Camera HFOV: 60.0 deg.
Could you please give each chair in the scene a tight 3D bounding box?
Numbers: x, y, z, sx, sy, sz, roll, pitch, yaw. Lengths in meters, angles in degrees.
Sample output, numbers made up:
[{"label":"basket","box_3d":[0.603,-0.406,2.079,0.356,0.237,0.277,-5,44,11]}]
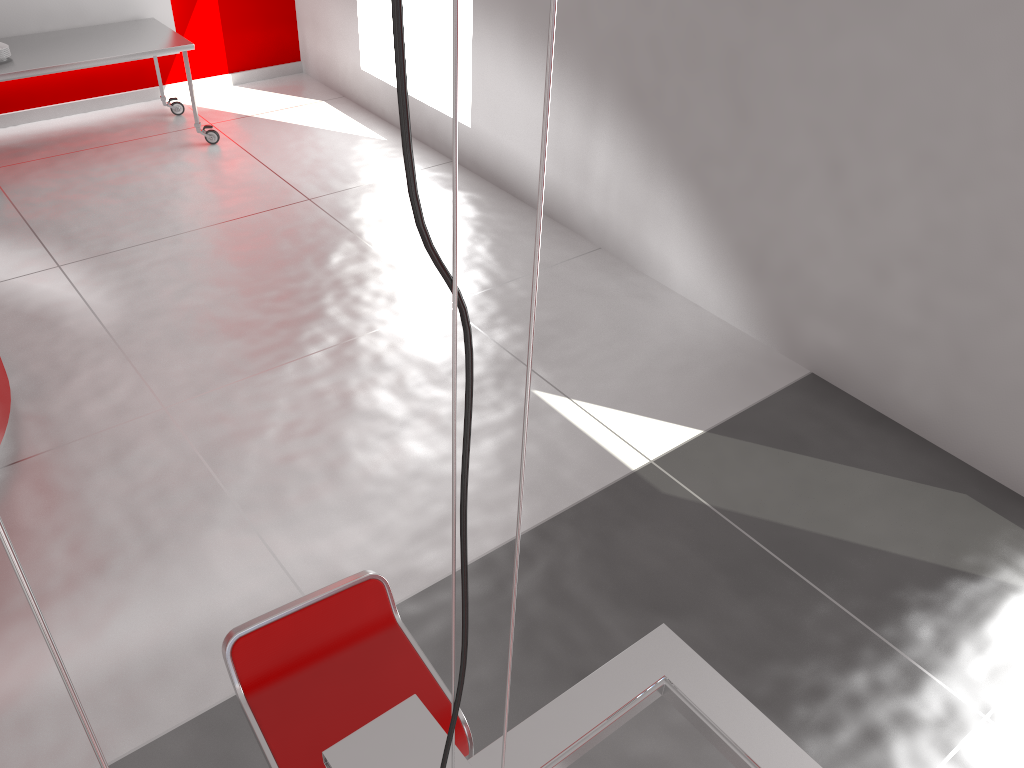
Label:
[{"label":"chair","box_3d":[-0.377,0.939,2.143,0.418,0.857,0.460,-20,43,-27]}]

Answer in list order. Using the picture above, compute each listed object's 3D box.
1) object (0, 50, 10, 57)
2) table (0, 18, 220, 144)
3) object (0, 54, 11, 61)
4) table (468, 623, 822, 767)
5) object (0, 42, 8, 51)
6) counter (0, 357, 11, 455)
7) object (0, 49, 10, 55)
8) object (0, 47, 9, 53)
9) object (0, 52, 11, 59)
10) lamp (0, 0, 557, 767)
[{"label":"object","box_3d":[-3.167,-1.991,5.350,0.228,0.020,0.228,23,42,25]},{"label":"table","box_3d":[-2.884,-1.859,5.811,1.627,0.682,0.749,-23,44,-30]},{"label":"object","box_3d":[-3.168,-1.975,5.362,0.228,0.020,0.228,23,42,25]},{"label":"table","box_3d":[-0.126,1.384,1.452,1.700,1.000,0.800,-24,45,-31]},{"label":"object","box_3d":[-3.165,-2.015,5.331,0.228,0.020,0.228,23,42,25]},{"label":"counter","box_3d":[-2.907,0.183,2.946,1.868,0.880,2.865,-1,37,-5]},{"label":"object","box_3d":[-3.166,-1.999,5.343,0.228,0.020,0.228,23,42,25]},{"label":"object","box_3d":[-3.166,-2.007,5.337,0.228,0.020,0.228,23,42,25]},{"label":"object","box_3d":[-3.167,-1.983,5.356,0.228,0.020,0.228,23,42,25]},{"label":"lamp","box_3d":[-0.103,0.138,0.467,0.304,1.025,0.304,-24,45,-31]}]
